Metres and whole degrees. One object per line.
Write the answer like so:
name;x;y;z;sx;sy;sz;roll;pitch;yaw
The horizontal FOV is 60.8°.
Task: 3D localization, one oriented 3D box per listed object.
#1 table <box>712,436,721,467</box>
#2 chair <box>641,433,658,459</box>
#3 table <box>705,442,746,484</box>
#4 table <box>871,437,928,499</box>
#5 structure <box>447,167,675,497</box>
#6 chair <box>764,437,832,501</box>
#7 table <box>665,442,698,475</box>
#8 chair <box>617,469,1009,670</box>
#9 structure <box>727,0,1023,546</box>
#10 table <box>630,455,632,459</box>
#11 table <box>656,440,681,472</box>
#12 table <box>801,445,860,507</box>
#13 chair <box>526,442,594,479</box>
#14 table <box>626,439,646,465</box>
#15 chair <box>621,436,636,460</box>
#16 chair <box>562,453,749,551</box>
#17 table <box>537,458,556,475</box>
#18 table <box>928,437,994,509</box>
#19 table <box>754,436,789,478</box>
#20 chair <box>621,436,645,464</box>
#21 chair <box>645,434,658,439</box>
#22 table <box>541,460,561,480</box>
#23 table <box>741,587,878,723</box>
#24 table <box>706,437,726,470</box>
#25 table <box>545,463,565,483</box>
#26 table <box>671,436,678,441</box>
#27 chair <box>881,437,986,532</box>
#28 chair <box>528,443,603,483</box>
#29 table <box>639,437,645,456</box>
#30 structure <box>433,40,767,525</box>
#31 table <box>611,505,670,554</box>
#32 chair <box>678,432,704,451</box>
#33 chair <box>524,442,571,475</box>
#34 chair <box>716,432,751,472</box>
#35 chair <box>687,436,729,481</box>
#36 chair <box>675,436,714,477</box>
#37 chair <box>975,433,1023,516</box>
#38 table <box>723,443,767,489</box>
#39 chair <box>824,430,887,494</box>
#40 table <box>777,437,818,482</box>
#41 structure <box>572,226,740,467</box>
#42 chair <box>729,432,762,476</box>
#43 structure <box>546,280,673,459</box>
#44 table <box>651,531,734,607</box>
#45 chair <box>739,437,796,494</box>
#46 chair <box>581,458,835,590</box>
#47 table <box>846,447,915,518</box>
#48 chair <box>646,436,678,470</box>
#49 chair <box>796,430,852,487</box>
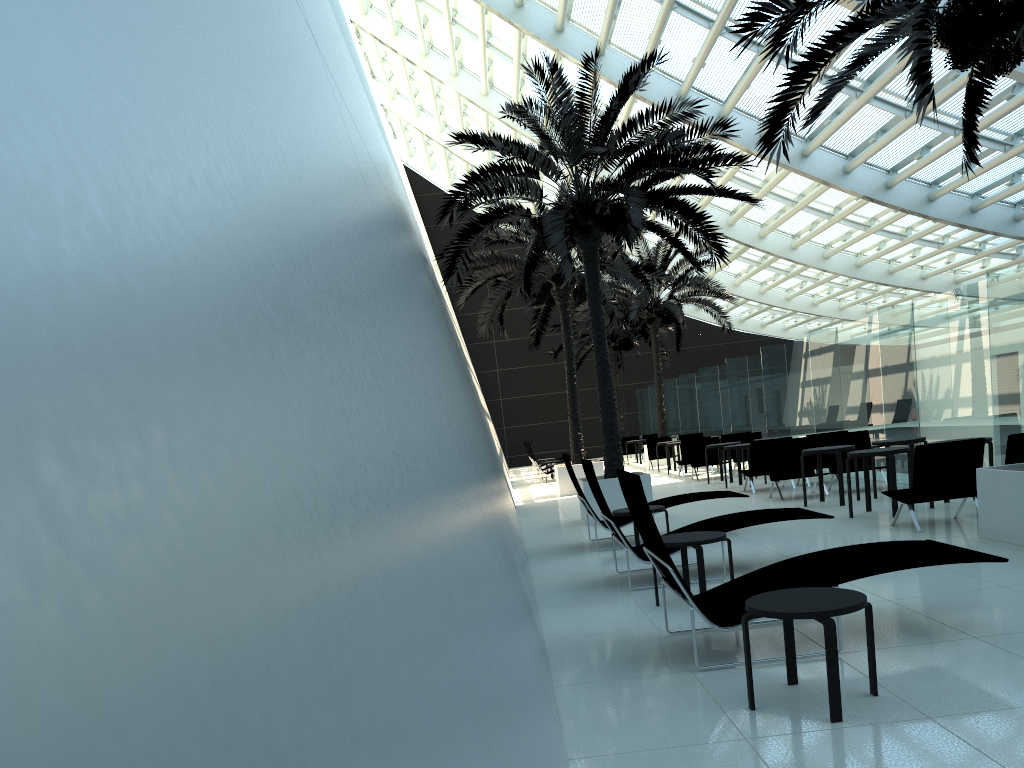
table;5.208;1.813;23.236;0.684;0.789;0.668;-5;3;38
chair;5.086;2.267;31.891;0.716;0.896;0.879;-7;2;-1
table;4.310;1.596;17.635;0.684;0.789;0.668;-5;3;38
table;5.339;1.152;11.993;0.684;0.789;0.668;-5;3;38
structure;1.042;-1.019;18.916;4.315;6.966;4.551;-4;5;33
chair;4.361;1.284;13.279;0.716;0.896;0.879;-7;2;-1
table;4.253;1.843;21.809;0.684;0.789;0.669;-4;4;42
chair;1.766;0.989;5.341;2.036;1.170;0.913;-7;3;0
structure;4.513;-2.161;7.186;4.847;7.094;4.370;-5;4;18
table;4.122;2.505;33.077;0.669;0.789;0.683;-9;4;-43
table;4.245;1.926;23.239;0.684;0.789;0.668;-5;3;38
table;4.376;1.265;11.996;0.684;0.789;0.668;-5;3;38
chair;1.512;2.276;27.239;2.036;1.170;0.913;-7;3;0
table;4.180;2.258;28.903;0.684;0.789;0.668;-5;3;38
chair;4.159;2.376;31.894;0.716;0.896;0.879;-7;2;-1
chair;1.706;1.291;10.482;2.036;1.170;0.913;-7;3;0
table;1.152;2.735;28.769;0.557;0.522;0.545;-5;2;42
table;5.348;1.058;10.377;0.684;0.789;0.669;-4;4;42
table;5.273;1.484;17.632;0.684;0.789;0.668;-5;3;38
chair;4.165;2.278;30.197;0.716;0.896;0.879;-7;2;-1
chair;5.091;2.169;30.194;0.716;0.896;0.879;-7;2;-1
table;1.183;2.579;26.118;0.557;0.522;0.545;-5;2;42
table;1.436;1.292;4.221;0.557;0.522;0.545;-5;2;42
table;5.216;1.730;21.806;0.684;0.789;0.669;-4;4;42
table;1.212;2.428;23.548;0.558;0.522;0.545;-5;2;38
table;5.143;2.146;28.900;0.684;0.789;0.668;-5;3;38
chair;4.423;1.042;9.197;0.716;0.896;0.879;-7;2;-1
chair;1.542;2.125;24.668;2.036;1.170;0.913;-7;3;0
table;5.085;2.392;33.074;0.669;0.789;0.683;-9;4;-43
structure;1.319;-1.364;12.922;4.600;6.905;4.268;-8;5;-22
table;1.377;1.594;9.362;0.557;0.522;0.545;-5;2;42
chair;5.157;1.835;24.507;0.716;0.896;0.879;-7;2;-1
chair;1.481;2.432;29.889;2.036;1.170;0.913;-7;3;0
chair;5.216;1.605;20.623;0.716;0.896;0.879;-7;2;-1
chair;4.295;1.616;18.930;0.716;0.896;0.879;-7;2;-1
chair;4.290;1.714;20.626;0.716;0.896;0.879;-7;2;-1
chair;5.349;0.934;9.194;0.716;0.896;0.879;-7;2;-1
table;4.318;1.511;16.170;0.684;0.789;0.669;-4;4;42
chair;5.287;1.175;13.276;0.716;0.896;0.879;-7;2;-1
table;5.281;1.399;16.167;0.684;0.789;0.669;-4;4;42
structure;4.286;-1.036;26.318;4.810;7.094;4.404;-7;4;-7
chair;5.222;1.507;18.927;0.716;0.896;0.879;-7;2;-1
structure;4.217;-0.561;34.457;4.417;7.092;4.799;-8;4;-22
table;1.407;1.443;6.791;0.557;0.522;0.545;-5;2;42
chair;4.355;1.382;14.987;0.716;0.896;0.879;-7;2;-1
chair;1.736;1.140;7.912;2.036;1.170;0.913;-7;3;0
table;4.385;1.171;10.380;0.684;0.789;0.669;-4;4;42
chair;4.231;1.943;24.510;0.716;0.896;0.879;-7;2;-1
chair;5.282;1.274;14.984;0.716;0.896;0.879;-7;2;-1
